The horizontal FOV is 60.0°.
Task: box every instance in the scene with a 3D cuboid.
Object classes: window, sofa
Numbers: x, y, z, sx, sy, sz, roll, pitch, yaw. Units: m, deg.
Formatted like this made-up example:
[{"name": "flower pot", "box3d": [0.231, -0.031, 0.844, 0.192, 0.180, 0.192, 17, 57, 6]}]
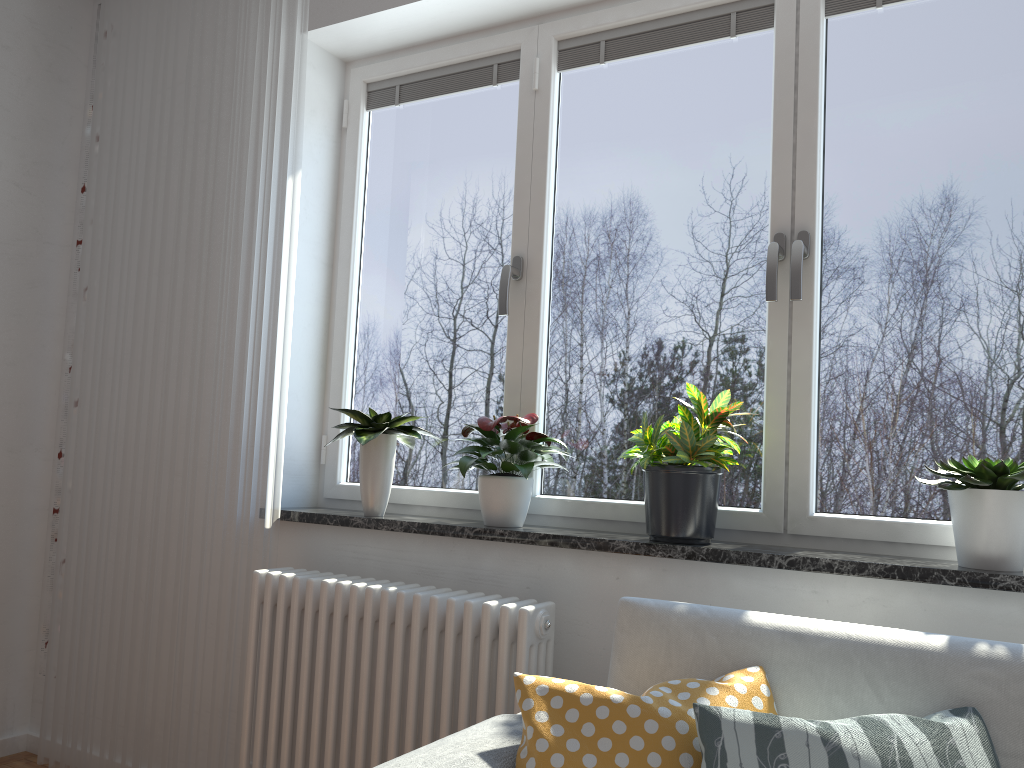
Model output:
[{"name": "window", "box3d": [0.695, -0.357, 2.205, 3.020, 1.508, 0.151, 0, -5, 30]}, {"name": "sofa", "box3d": [0.922, 0.810, 0.957, 2.462, 0.841, 1.005, 0, -6, 30]}]

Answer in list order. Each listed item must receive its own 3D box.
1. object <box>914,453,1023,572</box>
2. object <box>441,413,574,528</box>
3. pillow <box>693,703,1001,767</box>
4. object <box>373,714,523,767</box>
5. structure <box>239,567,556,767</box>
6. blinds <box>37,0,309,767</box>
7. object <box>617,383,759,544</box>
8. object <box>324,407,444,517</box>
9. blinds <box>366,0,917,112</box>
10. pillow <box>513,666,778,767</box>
[{"name": "object", "box3d": [0.986, 0.261, 1.832, 0.267, 0.237, 0.284, 2, -5, 12]}, {"name": "object", "box3d": [-0.010, 0.233, 2.421, 0.380, 0.308, 0.371, 2, -5, 5]}, {"name": "pillow", "box3d": [0.514, 0.636, 1.291, 0.469, 0.288, 0.310, 3, -5, 1]}, {"name": "object", "box3d": [-0.117, 0.872, 1.444, 0.288, 0.533, 0.609, 0, -6, 30]}, {"name": "structure", "box3d": [-0.300, 0.829, 2.284, 0.972, 0.623, 0.224, 0, -5, 30]}, {"name": "blinds", "box3d": [-1.113, -0.137, 2.905, 1.037, 2.883, 0.055, 0, -5, 30]}, {"name": "object", "box3d": [0.396, 0.189, 2.158, 0.300, 0.384, 0.333, 7, -7, -44]}, {"name": "object", "box3d": [-0.381, 0.226, 2.574, 0.292, 0.315, 0.354, 1, -5, 21]}, {"name": "blinds", "box3d": [0.743, -0.971, 2.283, 2.845, 0.098, 0.015, 0, -5, 30]}, {"name": "pillow", "box3d": [0.232, 0.642, 1.472, 0.464, 0.317, 0.313, 3, -5, -2]}]
